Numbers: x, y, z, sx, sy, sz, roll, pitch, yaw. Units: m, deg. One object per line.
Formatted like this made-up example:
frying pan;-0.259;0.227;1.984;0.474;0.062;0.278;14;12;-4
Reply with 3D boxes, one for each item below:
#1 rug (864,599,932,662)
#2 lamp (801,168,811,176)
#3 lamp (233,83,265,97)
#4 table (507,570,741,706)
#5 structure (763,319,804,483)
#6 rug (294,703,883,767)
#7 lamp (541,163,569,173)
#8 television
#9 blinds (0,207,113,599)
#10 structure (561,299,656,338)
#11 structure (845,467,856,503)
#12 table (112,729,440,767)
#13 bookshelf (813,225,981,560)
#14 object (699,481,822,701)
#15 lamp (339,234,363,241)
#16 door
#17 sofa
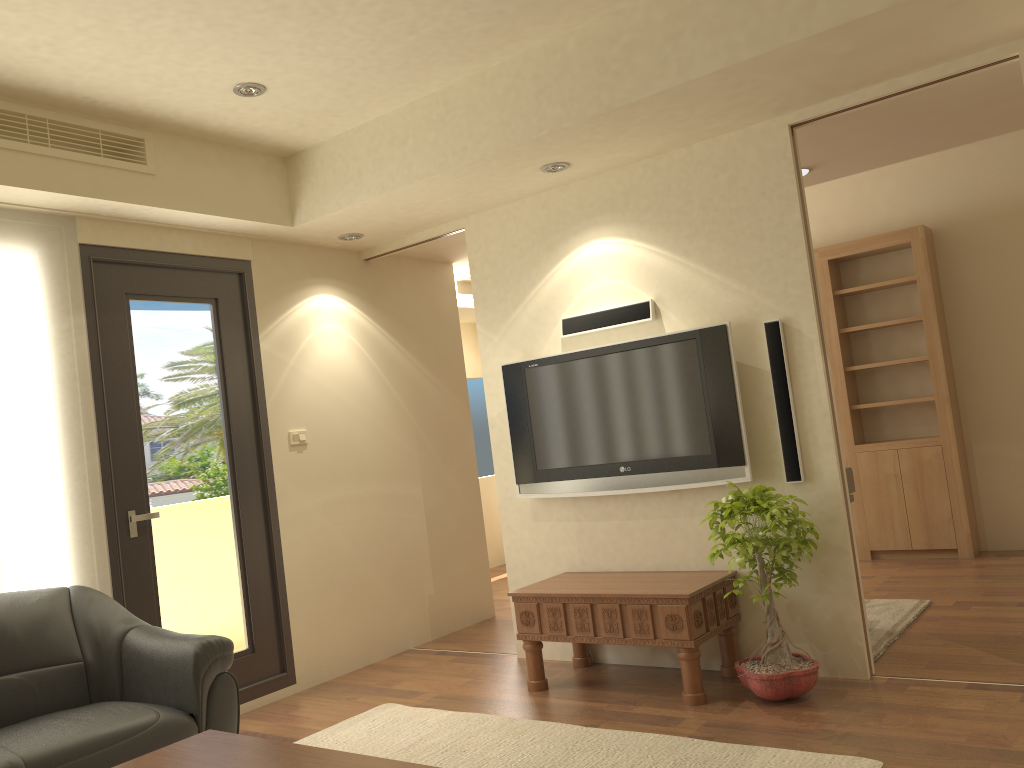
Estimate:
rug;1.382;1.413;5.186;1.717;0.011;1.412;-10;-4;36
lamp;1.654;-1.223;5.203;0.201;0.027;0.200;-10;-4;36
lamp;-1.207;-1.366;4.065;0.143;0.059;0.143;-10;-4;42
table;0.567;1.227;4.390;1.009;0.493;0.538;-10;-4;36
structure;1.269;0.079;4.137;0.079;0.764;0.036;-10;-4;36
rug;-0.744;1.521;2.384;2.482;0.011;3.592;-10;-4;36
lamp;0.216;-1.114;4.493;0.143;0.059;0.143;-10;-4;42
television;0.554;0.180;4.621;1.377;0.778;0.110;-10;-4;36
blinds;-2.807;0.438;3.094;0.002;2.453;2.830;-10;-4;36
structure;0.497;-0.344;4.692;0.559;0.111;0.048;-10;-4;36
structure;1.111;0.698;5.102;1.493;1.502;0.792;-10;-4;36
table;-0.855;1.271;1.998;1.045;0.482;1.213;-10;-4;36
bookshelf;2.083;0.233;7.421;2.945;2.440;0.301;-10;-4;36
object;1.126;0.893;3.915;0.528;0.957;0.565;-6;-3;-11
lamp;-0.983;-0.912;5.391;0.143;0.059;0.143;-10;-4;42
door;-1.692;0.502;4.665;0.118;2.420;1.011;-10;-4;36
sofa;-2.115;1.248;2.852;0.944;0.918;2.337;-10;-4;36
